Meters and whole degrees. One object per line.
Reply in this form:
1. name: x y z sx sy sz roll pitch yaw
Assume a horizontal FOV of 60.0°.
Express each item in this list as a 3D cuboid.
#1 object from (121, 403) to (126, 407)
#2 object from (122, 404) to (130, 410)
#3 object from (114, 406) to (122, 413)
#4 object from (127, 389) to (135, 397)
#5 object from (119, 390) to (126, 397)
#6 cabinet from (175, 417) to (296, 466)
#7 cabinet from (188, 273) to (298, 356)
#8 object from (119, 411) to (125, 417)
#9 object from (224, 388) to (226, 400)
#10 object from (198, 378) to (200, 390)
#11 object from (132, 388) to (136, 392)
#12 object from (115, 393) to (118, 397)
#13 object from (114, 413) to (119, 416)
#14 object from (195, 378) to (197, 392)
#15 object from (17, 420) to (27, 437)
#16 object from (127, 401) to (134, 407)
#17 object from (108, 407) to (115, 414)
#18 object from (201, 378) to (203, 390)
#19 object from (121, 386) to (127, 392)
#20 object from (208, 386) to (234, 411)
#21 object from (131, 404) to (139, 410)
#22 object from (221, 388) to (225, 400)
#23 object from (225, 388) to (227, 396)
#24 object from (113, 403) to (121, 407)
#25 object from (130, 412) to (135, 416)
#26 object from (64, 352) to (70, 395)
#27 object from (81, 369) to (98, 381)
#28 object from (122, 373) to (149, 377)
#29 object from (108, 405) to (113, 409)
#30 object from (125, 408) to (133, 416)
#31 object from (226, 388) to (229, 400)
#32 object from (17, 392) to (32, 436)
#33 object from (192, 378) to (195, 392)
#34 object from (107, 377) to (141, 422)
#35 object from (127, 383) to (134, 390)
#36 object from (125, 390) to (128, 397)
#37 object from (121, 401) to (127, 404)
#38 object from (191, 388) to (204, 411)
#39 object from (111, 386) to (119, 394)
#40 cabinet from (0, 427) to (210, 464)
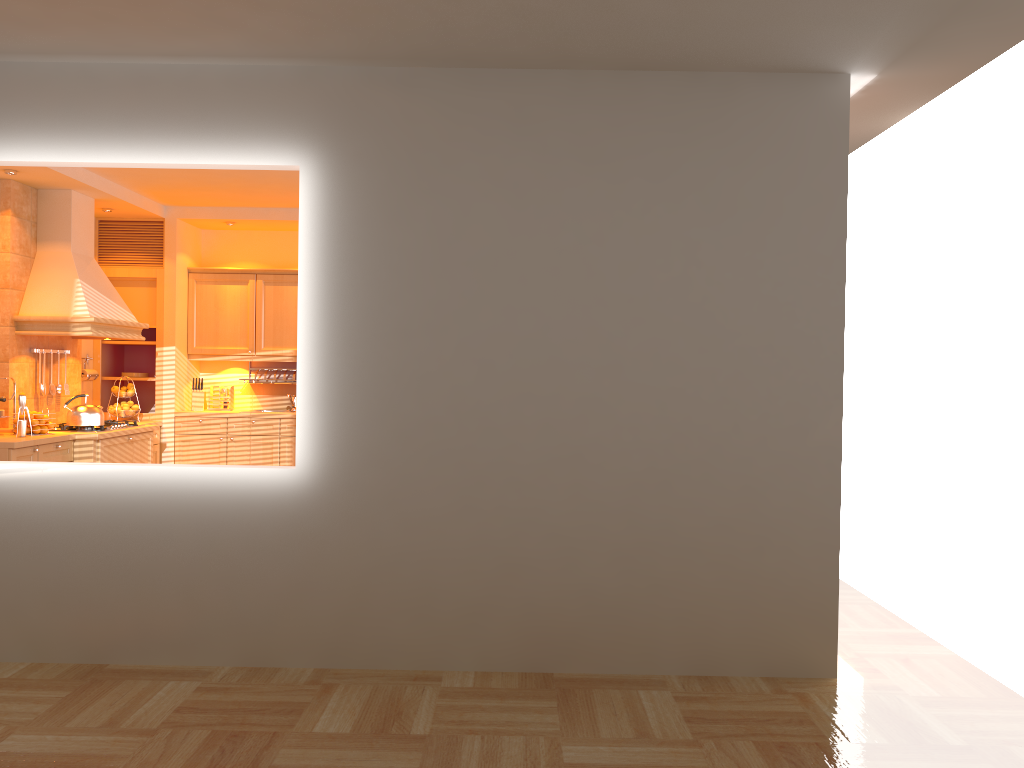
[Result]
1. object: -3.209 0.185 7.348 0.063 0.061 0.063 1 1 -26
2. object: -3.178 0.194 7.302 0.056 0.063 0.065 1 1 -24
3. object: -3.243 0.210 7.297 0.063 0.063 0.063 1 1 12
4. object: -3.182 0.074 7.394 0.063 0.063 0.064 1 1 17
5. object: -3.235 0.081 7.355 0.064 0.058 0.063 0 1 -34
6. cabinet: -1.371 0.368 7.820 3.000 1.700 0.625 1 1 0
7. cabinet: -1.953 -0.606 7.957 1.792 0.712 0.332 1 1 0
8. object: -3.231 0.245 7.345 0.052 0.056 0.057 0 1 -37
9. object: -2.562 0.137 7.929 0.017 0.196 0.020 1 1 26
10. object: -2.750 0.078 7.793 0.019 0.265 0.038 1 1 -17
11. object: -3.188 0.050 7.447 0.057 0.060 0.058 1 1 22
12. object: -3.279 0.078 7.394 0.057 0.056 0.051 0 1 -40
13. object: -3.281 0.248 7.360 0.046 0.043 0.047 0 1 -39
14. object: -2.771 0.078 7.782 0.019 0.265 0.038 1 1 -17
15. object: -3.143 0.287 5.688 0.060 0.106 0.060 0 1 -32
16. object: -3.174 0.165 7.376 0.050 0.052 0.049 1 1 8
17. object: -3.304 0.216 7.323 0.056 0.057 0.053 1 1 -23
18. object: -2.729 0.079 7.802 0.019 0.265 0.037 1 1 -17
19. object: -3.238 0.045 7.400 0.051 0.051 0.050 1 1 25
20. object: -2.610 0.126 7.959 0.200 0.221 0.103 1 1 0
21. object: -3.136 0.199 7.387 0.064 0.060 0.063 1 1 16
22. object: -2.576 0.134 7.921 0.042 0.192 0.040 0 1 -39
23. object: -2.568 0.137 7.950 0.018 0.196 0.023 1 1 5
24. object: -3.271 0.185 7.344 0.056 0.058 0.055 2 1 36
25. object: -3.182 0.241 7.411 0.063 0.061 0.064 1 1 -21
26. object: -3.371 -0.077 6.716 0.020 0.323 0.061 1 1 0
27. object: -3.492 -0.074 7.294 0.096 0.094 0.186 1 1 1
28. object: -3.268 -0.078 7.699 0.222 0.039 0.222 1 1 18
29. object: -3.345 0.202 7.406 0.044 0.047 0.046 1 1 21
30. object: -3.171 0.232 7.345 0.064 0.062 0.064 1 1 -12
31. object: -2.565 0.133 7.969 0.042 0.192 0.040 0 1 -40
32. object: -3.142 0.196 5.672 0.101 0.288 0.088 1 1 0
33. object: -2.791 0.078 7.772 0.019 0.265 0.037 0 1 -35
34. object: -3.234 0.126 7.392 0.265 0.376 0.265 0 1 -40
35. object: -3.187 0.022 7.405 0.055 0.059 0.058 0 1 -43
36. object: -3.232 0.079 7.433 0.058 0.059 0.058 1 1 32
37. object: -3.236 0.165 7.393 0.050 0.048 0.051 2 1 34
38. object: -2.764 0.136 7.802 0.100 0.200 0.070 1 1 -26
39. object: -3.285 0.048 7.347 0.063 0.064 0.061 1 1 10
40. cabinet: -3.015 0.785 6.725 1.141 0.840 2.850 1 1 0
